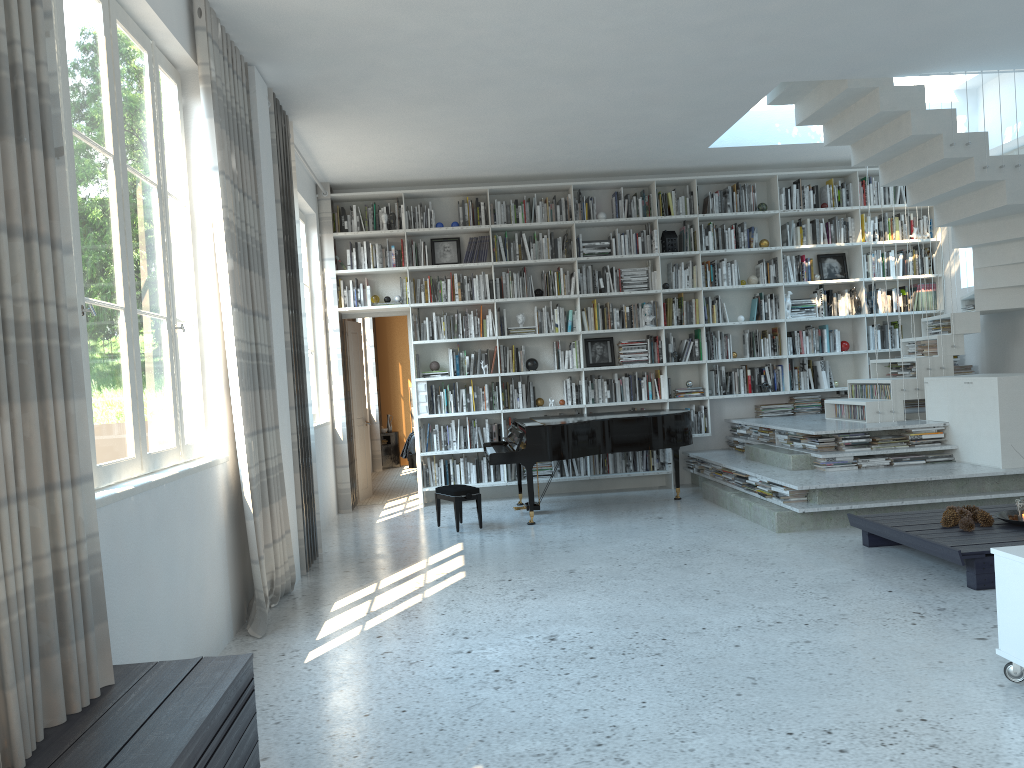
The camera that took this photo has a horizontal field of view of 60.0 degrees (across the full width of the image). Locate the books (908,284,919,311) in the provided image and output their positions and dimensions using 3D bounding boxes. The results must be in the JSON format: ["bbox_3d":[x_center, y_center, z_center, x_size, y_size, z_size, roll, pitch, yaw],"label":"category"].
[{"bbox_3d":[4.199,-0.895,9.296,0.072,0.291,0.169,-4,1,-4],"label":"books"}]

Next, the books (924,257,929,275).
[{"bbox_3d":[4.302,-1.224,9.293,0.029,0.195,0.192,-4,1,-4],"label":"books"}]

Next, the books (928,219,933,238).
[{"bbox_3d":[4.356,-1.605,9.289,0.011,0.216,0.170,-4,1,-4],"label":"books"}]

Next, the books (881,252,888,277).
[{"bbox_3d":[3.873,-1.235,9.276,0.025,0.271,0.152,-4,1,-4],"label":"books"}]

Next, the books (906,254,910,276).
[{"bbox_3d":[4.117,-1.233,9.307,0.028,0.237,0.145,-4,1,-4],"label":"books"}]

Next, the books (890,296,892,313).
[{"bbox_3d":[3.927,-0.826,9.292,0.030,0.184,0.137,-4,1,-4],"label":"books"}]

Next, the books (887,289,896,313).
[{"bbox_3d":[3.952,-0.859,9.277,0.022,0.247,0.181,-4,1,-4],"label":"books"}]

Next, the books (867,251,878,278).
[{"bbox_3d":[3.754,-1.234,9.244,0.014,0.285,0.185,-4,1,-4],"label":"books"}]

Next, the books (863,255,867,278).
[{"bbox_3d":[3.654,-1.212,9.256,0.012,0.254,0.161,-4,1,-4],"label":"books"}]

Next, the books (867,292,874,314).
[{"bbox_3d":[3.717,-0.839,9.285,0.066,0.236,0.144,-4,1,-4],"label":"books"}]

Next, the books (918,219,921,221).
[{"bbox_3d":[4.268,-1.606,9.316,0.023,0.228,0.131,-4,1,-4],"label":"books"}]

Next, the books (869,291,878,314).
[{"bbox_3d":[3.763,-0.844,9.261,0.022,0.243,0.170,-4,1,-4],"label":"books"}]

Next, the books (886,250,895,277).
[{"bbox_3d":[3.947,-1.246,9.274,0.030,0.284,0.166,-4,1,-4],"label":"books"}]

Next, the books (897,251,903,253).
[{"bbox_3d":[4.073,-1.249,9.307,0.010,0.274,0.130,-4,1,-4],"label":"books"}]

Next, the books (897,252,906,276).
[{"bbox_3d":[4.059,-1.240,9.283,0.023,0.258,0.184,-4,1,-4],"label":"books"}]

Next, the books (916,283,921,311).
[{"bbox_3d":[4.236,-0.900,9.298,0.033,0.294,0.169,-4,1,-4],"label":"books"}]

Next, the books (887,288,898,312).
[{"bbox_3d":[3.976,-0.866,9.289,0.029,0.259,0.171,-4,1,-4],"label":"books"}]

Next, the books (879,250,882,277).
[{"bbox_3d":[3.815,-1.242,9.263,0.012,0.293,0.165,-4,1,-4],"label":"books"}]

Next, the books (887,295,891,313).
[{"bbox_3d":[3.902,-0.826,9.269,0.023,0.189,0.169,-4,1,-4],"label":"books"}]

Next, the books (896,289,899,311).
[{"bbox_3d":[4.019,-0.866,9.300,0.012,0.254,0.161,-4,1,-4],"label":"books"}]

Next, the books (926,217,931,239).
[{"bbox_3d":[4.328,-1.619,9.304,0.040,0.246,0.160,-4,1,-4],"label":"books"}]

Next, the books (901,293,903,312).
[{"bbox_3d":[4.058,-0.845,9.309,0.014,0.207,0.138,-4,1,-4],"label":"books"}]

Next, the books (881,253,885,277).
[{"bbox_3d":[3.855,-1.228,9.266,0.013,0.260,0.158,-4,1,-4],"label":"books"}]

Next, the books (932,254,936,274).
[{"bbox_3d":[4.387,-1.241,9.305,0.021,0.219,0.184,-4,1,-4],"label":"books"}]

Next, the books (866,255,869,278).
[{"bbox_3d":[3.672,-1.212,9.270,0.026,0.250,0.160,-4,1,-4],"label":"books"}]

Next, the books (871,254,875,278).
[{"bbox_3d":[3.734,-1.219,9.257,0.026,0.256,0.173,-4,1,-4],"label":"books"}]

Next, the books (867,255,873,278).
[{"bbox_3d":[3.699,-1.212,9.243,0.023,0.247,0.182,-4,1,-4],"label":"books"}]

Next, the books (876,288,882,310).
[{"bbox_3d":[3.821,-0.860,9.275,0.022,0.265,0.157,-4,1,-4],"label":"books"}]

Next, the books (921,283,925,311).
[{"bbox_3d":[4.261,-0.902,9.286,0.018,0.293,0.169,-4,1,-4],"label":"books"}]

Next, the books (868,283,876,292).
[{"bbox_3d":[3.776,-0.885,9.279,0.012,0.322,0.141,-4,1,-4],"label":"books"}]

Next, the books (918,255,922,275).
[{"bbox_3d":[4.225,-1.227,9.287,0.025,0.211,0.188,-4,1,-4],"label":"books"}]

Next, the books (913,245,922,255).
[{"bbox_3d":[4.263,-1.289,9.314,0.013,0.330,0.140,-4,1,-4],"label":"books"}]

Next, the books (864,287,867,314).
[{"bbox_3d":[3.658,-0.863,9.271,0.010,0.293,0.164,-4,1,-4],"label":"books"}]

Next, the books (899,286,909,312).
[{"bbox_3d":[4.101,-0.883,9.299,0.026,0.278,0.170,-4,1,-4],"label":"books"}]

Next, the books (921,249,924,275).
[{"bbox_3d":[4.278,-1.267,9.307,0.013,0.283,0.149,-4,1,-4],"label":"books"}]

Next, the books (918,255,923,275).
[{"bbox_3d":[4.249,-1.233,9.298,0.025,0.220,0.177,-4,1,-4],"label":"books"}]

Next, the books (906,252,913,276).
[{"bbox_3d":[4.144,-1.243,9.298,0.025,0.252,0.160,-4,1,-4],"label":"books"}]

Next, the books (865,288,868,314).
[{"bbox_3d":[3.677,-0.857,9.282,0.010,0.279,0.147,-4,1,-4],"label":"books"}]

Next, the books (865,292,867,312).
[{"bbox_3d":[3.670,-0.837,9.273,0.010,0.239,0.147,-4,1,-4],"label":"books"}]

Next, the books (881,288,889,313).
[{"bbox_3d":[3.861,-0.860,9.266,0.056,0.261,0.176,-4,1,-4],"label":"books"}]

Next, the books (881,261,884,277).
[{"bbox_3d":[3.837,-1.187,9.279,0.027,0.179,0.157,-4,1,-4],"label":"books"}]

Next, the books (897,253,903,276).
[{"bbox_3d":[4.026,-1.231,9.274,0.045,0.245,0.177,-4,1,-4],"label":"books"}]

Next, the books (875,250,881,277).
[{"bbox_3d":[3.798,-1.243,9.273,0.022,0.297,0.162,-4,1,-4],"label":"books"}]

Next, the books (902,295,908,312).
[{"bbox_3d":[4.081,-0.833,9.271,0.024,0.181,0.191,-4,1,-4],"label":"books"}]

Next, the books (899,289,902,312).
[{"bbox_3d":[4.038,-0.865,9.305,0.025,0.249,0.133,-4,1,-4],"label":"books"}]

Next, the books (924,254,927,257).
[{"bbox_3d":[4.325,-1.243,9.329,0.024,0.230,0.131,-4,1,-4],"label":"books"}]

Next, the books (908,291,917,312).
[{"bbox_3d":[4.161,-0.853,9.292,0.088,0.217,0.167,-4,1,-4],"label":"books"}]

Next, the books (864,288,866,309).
[{"bbox_3d":[3.642,-0.854,9.255,0.025,0.277,0.160,-4,1,-4],"label":"books"}]

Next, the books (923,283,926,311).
[{"bbox_3d":[4.279,-0.903,9.301,0.018,0.293,0.169,-4,1,-4],"label":"books"}]

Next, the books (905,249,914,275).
[{"bbox_3d":[4.162,-1.259,9.290,0.012,0.283,0.151,-4,1,-4],"label":"books"}]

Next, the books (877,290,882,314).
[{"bbox_3d":[3.799,-0.848,9.262,0.026,0.246,0.180,-4,1,-4],"label":"books"}]

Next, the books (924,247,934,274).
[{"bbox_3d":[4.353,-1.276,9.301,0.042,0.292,0.186,-4,1,-4],"label":"books"}]

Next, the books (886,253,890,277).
[{"bbox_3d":[3.899,-1.230,9.269,0.024,0.259,0.156,-4,1,-4],"label":"books"}]

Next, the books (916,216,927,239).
[{"bbox_3d":[4.293,-1.623,9.302,0.029,0.258,0.163,-4,1,-4],"label":"books"}]

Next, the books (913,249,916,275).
[{"bbox_3d":[4.175,-1.257,9.288,0.013,0.277,0.188,-4,1,-4],"label":"books"}]

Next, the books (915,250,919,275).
[{"bbox_3d":[4.196,-1.254,9.287,0.028,0.268,0.173,-4,1,-4],"label":"books"}]

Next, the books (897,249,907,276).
[{"bbox_3d":[4.089,-1.259,9.304,0.024,0.292,0.132,-4,1,-4],"label":"books"}]

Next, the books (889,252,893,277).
[{"bbox_3d":[3.922,-1.234,9.268,0.022,0.263,0.172,-4,1,-4],"label":"books"}]

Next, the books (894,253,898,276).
[{"bbox_3d":[3.996,-1.234,9.293,0.012,0.254,0.161,-4,1,-4],"label":"books"}]
